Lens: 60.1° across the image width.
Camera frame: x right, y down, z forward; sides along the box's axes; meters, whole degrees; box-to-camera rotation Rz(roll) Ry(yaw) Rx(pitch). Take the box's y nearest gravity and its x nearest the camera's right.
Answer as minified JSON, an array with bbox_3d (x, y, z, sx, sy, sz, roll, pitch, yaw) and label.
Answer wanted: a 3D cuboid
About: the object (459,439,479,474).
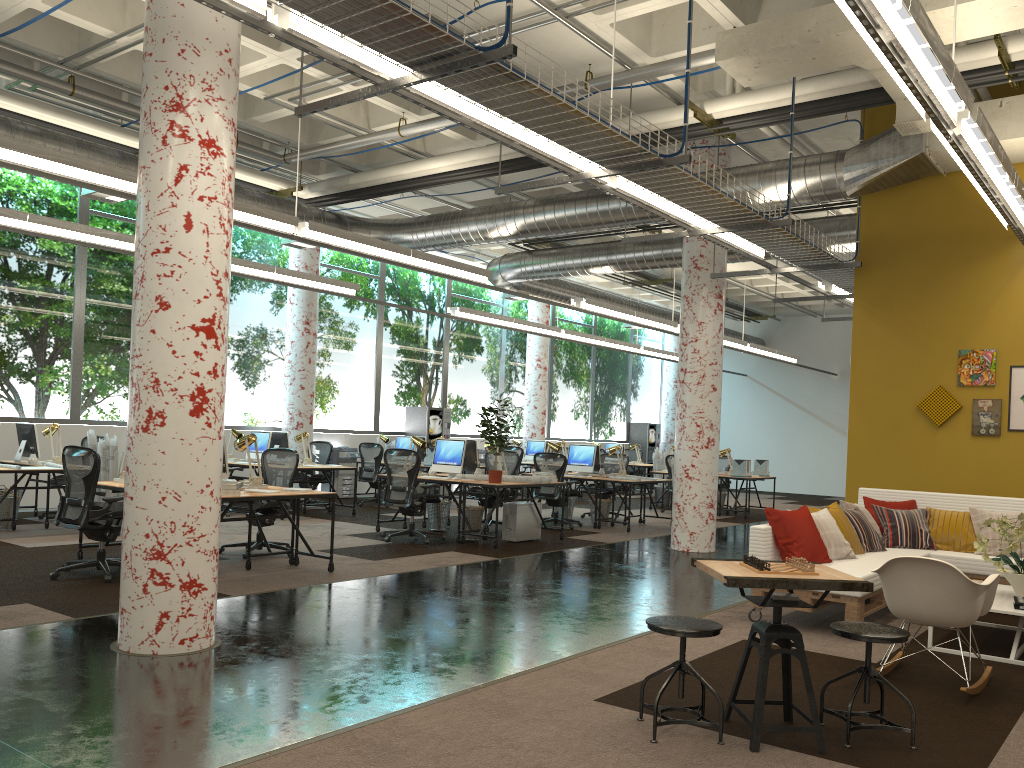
[{"bbox_3d":[-0.657,0.963,11.563,0.483,0.485,0.190,1,-1,37],"label":"object"}]

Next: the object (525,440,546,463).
[{"bbox_3d":[0.516,1.452,18.930,0.483,0.485,0.190,1,-1,37],"label":"object"}]

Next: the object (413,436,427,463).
[{"bbox_3d":[-1.778,1.209,16.332,0.483,0.485,0.190,1,-1,37],"label":"object"}]

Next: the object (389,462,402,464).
[{"bbox_3d":[-2.052,1.389,15.590,0.438,0.017,0.119,0,-4,37],"label":"object"}]

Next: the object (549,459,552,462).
[{"bbox_3d":[0.853,1.623,19.257,0.101,0.209,0.101,2,-1,-8],"label":"object"}]

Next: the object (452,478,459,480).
[{"bbox_3d":[-0.674,1.135,10.617,0.059,0.029,0.106,0,-4,38],"label":"object"}]

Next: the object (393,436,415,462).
[{"bbox_3d":[-2.138,1.534,15.932,1.077,1.208,0.191,1,-1,38],"label":"object"}]

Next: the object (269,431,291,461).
[{"bbox_3d":[-3.662,0.990,13.841,0.483,0.485,0.190,1,-1,37],"label":"object"}]

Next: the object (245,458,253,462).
[{"bbox_3d":[-4.011,1.095,13.513,0.101,0.209,0.101,2,-1,-8],"label":"object"}]

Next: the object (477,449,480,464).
[{"bbox_3d":[-0.729,1.317,15.847,0.280,0.302,0.150,1,-1,37],"label":"object"}]

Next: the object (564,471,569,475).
[{"bbox_3d":[0.829,1.311,13.773,0.101,0.209,0.101,2,-1,-8],"label":"object"}]

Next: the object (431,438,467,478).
[{"bbox_3d":[-0.767,0.926,10.984,0.483,0.485,0.190,1,-1,37],"label":"object"}]

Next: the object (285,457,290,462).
[{"bbox_3d":[-3.435,1.123,13.589,0.101,0.209,0.101,2,-1,-8],"label":"object"}]

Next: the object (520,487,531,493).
[{"bbox_3d":[0.309,2.237,19.673,0.358,0.435,0.354,1,-2,34],"label":"object"}]

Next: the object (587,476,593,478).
[{"bbox_3d":[1.161,1.378,13.155,0.059,0.029,0.106,0,-4,38],"label":"object"}]

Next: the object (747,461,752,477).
[{"bbox_3d":[4.185,1.532,16.041,0.280,0.302,0.150,1,-1,37],"label":"object"}]

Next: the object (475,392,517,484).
[{"bbox_3d":[-0.201,0.614,10.282,0.513,1.077,0.439,2,-1,28],"label":"object"}]

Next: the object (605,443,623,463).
[{"bbox_3d":[2.475,1.681,21.520,0.483,0.485,0.190,1,-1,37],"label":"object"}]

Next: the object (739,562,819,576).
[{"bbox_3d":[1.213,0.843,4.041,0.273,0.012,0.273,3,-3,-3],"label":"object"}]

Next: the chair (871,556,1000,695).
[{"bbox_3d":[2.427,1.343,5.106,0.614,0.753,0.795,1,-2,37],"label":"chair"}]

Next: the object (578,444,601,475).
[{"bbox_3d":[1.178,1.205,14.101,0.483,0.485,0.190,1,-1,37],"label":"object"}]

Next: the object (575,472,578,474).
[{"bbox_3d":[1.066,1.448,14.466,0.059,0.029,0.106,0,-4,38],"label":"object"}]

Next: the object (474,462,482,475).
[{"bbox_3d":[-0.430,1.097,11.311,0.101,0.209,0.101,2,-1,-8],"label":"object"}]

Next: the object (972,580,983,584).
[{"bbox_3d":[3.337,1.450,6.352,0.160,0.090,0.160,4,-3,-28],"label":"object"}]

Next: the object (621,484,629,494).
[{"bbox_3d":[2.729,2.433,21.352,0.358,0.435,0.354,1,-2,34],"label":"object"}]

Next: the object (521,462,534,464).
[{"bbox_3d":[0.352,1.669,18.768,0.438,0.017,0.119,0,-4,37],"label":"object"}]

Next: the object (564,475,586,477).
[{"bbox_3d":[0.904,1.385,13.359,0.438,0.017,0.119,0,-4,37],"label":"object"}]

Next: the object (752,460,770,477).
[{"bbox_3d":[4.706,1.593,16.729,0.280,0.302,0.150,1,-1,37],"label":"object"}]

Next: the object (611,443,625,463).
[{"bbox_3d":[2.585,1.718,22.099,0.483,0.485,0.190,1,-1,37],"label":"object"}]

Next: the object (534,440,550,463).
[{"bbox_3d":[0.626,1.490,19.510,0.483,0.485,0.190,1,-1,37],"label":"object"}]

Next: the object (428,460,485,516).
[{"bbox_3d":[-0.707,1.432,11.035,0.847,0.933,0.105,1,-1,32],"label":"object"}]

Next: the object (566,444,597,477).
[{"bbox_3d":[1.068,1.168,13.522,0.483,0.485,0.190,1,-1,37],"label":"object"}]

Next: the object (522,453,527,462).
[{"bbox_3d":[0.277,1.595,19.182,0.101,0.209,0.101,2,-1,-8],"label":"object"}]

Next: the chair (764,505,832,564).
[{"bbox_3d":[2.143,1.143,6.663,0.535,0.444,0.301,4,-2,-36],"label":"chair"}]

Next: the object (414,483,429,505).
[{"bbox_3d":[-1.634,1.923,15.585,0.358,0.435,0.354,1,-2,34],"label":"object"}]

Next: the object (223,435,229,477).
[{"bbox_3d":[-2.922,0.718,8.524,0.483,0.485,0.190,1,-1,37],"label":"object"}]

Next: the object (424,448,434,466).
[{"bbox_3d":[-1.339,1.246,15.041,0.280,0.302,0.150,1,-1,37],"label":"object"}]

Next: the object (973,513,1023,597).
[{"bbox_3d":[3.546,1.185,6.174,0.789,0.615,0.417,4,-2,-40],"label":"object"}]

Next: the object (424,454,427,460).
[{"bbox_3d":[-1.551,1.343,16.080,0.101,0.209,0.101,2,-1,-8],"label":"object"}]

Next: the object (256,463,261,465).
[{"bbox_3d":[-3.679,1.162,12.896,0.059,0.029,0.106,0,-4,38],"label":"object"}]

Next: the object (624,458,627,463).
[{"bbox_3d":[2.812,1.852,21.847,0.101,0.209,0.101,2,-1,-8],"label":"object"}]

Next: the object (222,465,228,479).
[{"bbox_3d":[-2.695,0.851,8.271,0.101,0.209,0.101,2,-1,-8],"label":"object"}]

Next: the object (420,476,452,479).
[{"bbox_3d":[-0.932,1.143,10.821,0.438,0.017,0.119,0,-4,37],"label":"object"}]

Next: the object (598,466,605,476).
[{"bbox_3d":[1.405,1.339,13.849,0.101,0.209,0.101,2,-1,-8],"label":"object"}]

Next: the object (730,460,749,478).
[{"bbox_3d":[4.096,1.522,15.923,0.280,0.302,0.150,1,-1,37],"label":"object"}]
